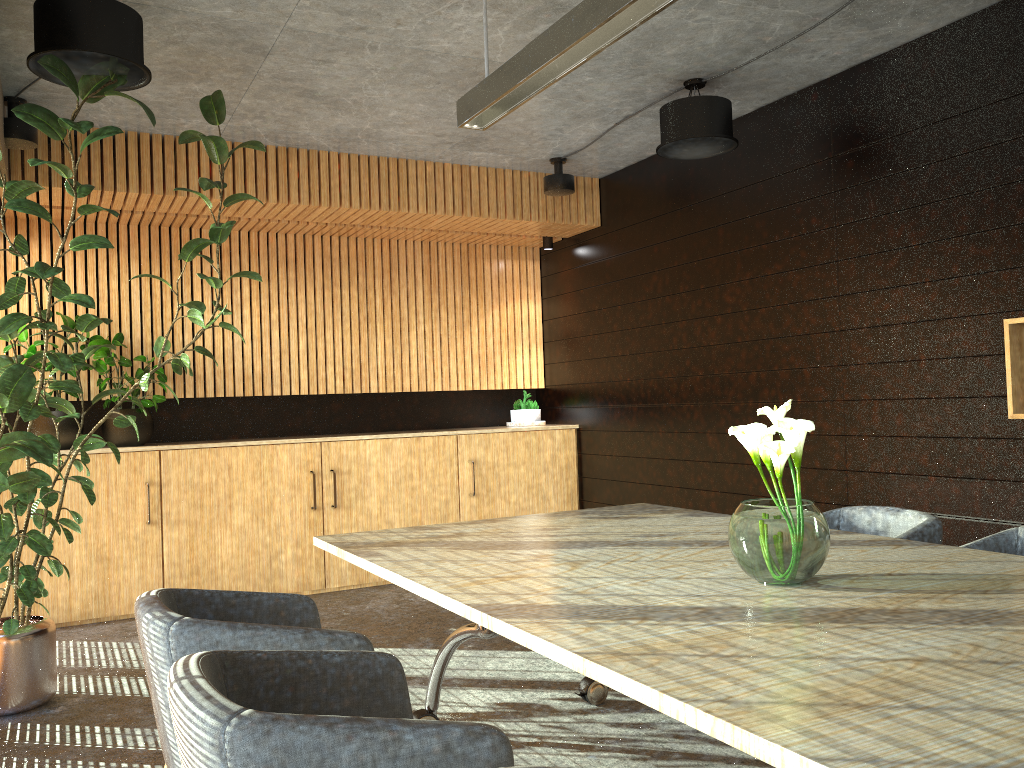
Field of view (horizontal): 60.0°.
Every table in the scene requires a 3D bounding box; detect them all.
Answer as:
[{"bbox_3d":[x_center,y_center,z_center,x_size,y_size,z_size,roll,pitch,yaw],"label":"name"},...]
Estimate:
[{"bbox_3d":[0.830,1.057,2.644,1.816,0.927,3.932,-1,-1,-27],"label":"table"}]

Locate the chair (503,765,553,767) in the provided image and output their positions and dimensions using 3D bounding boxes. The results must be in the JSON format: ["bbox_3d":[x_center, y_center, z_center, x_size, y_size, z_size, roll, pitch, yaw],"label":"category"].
[{"bbox_3d":[0.036,1.046,1.222,0.761,0.944,0.706,-1,-1,-27],"label":"chair"}]

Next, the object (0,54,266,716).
[{"bbox_3d":[-2.423,0.048,4.603,1.958,3.266,1.875,-2,-1,11],"label":"object"}]

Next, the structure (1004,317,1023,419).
[{"bbox_3d":[3.033,-0.247,3.462,0.242,1.130,2.172,-1,-1,-27],"label":"structure"}]

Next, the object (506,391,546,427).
[{"bbox_3d":[0.133,0.239,8.699,0.384,0.347,0.384,-2,-1,-5],"label":"object"}]

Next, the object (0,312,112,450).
[{"bbox_3d":[-3.492,-0.030,6.662,0.666,1.054,0.640,-2,-1,14],"label":"object"}]

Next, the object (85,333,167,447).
[{"bbox_3d":[-3.026,0.045,6.883,0.679,0.880,0.512,-1,-1,-24],"label":"object"}]

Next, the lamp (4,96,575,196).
[{"bbox_3d":[-1.357,-1.683,6.420,4.179,0.294,0.257,-1,-1,-27],"label":"lamp"}]

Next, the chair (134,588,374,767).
[{"bbox_3d":[-0.788,1.112,2.820,0.761,0.944,0.706,-1,-1,-27],"label":"chair"}]

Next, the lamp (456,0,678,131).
[{"bbox_3d":[0.700,-1.667,2.703,0.151,0.618,4.009,-1,-1,-27],"label":"lamp"}]

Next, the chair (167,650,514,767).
[{"bbox_3d":[-0.376,1.079,2.021,0.761,0.944,0.706,-1,-1,-27],"label":"chair"}]

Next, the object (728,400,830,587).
[{"bbox_3d":[0.791,0.322,2.678,0.295,0.546,0.322,-2,-1,-17],"label":"object"}]

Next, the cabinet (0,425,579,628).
[{"bbox_3d":[-1.736,1.091,7.620,4.954,1.272,1.006,-1,-1,-27],"label":"cabinet"}]

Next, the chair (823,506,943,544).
[{"bbox_3d":[1.522,1.055,4.013,0.761,0.944,0.706,-1,-1,-27],"label":"chair"}]

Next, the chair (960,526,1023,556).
[{"bbox_3d":[1.934,1.023,3.214,0.761,0.944,0.706,-1,-1,-27],"label":"chair"}]

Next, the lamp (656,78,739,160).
[{"bbox_3d":[1.166,-1.705,5.633,0.513,0.497,0.513,-2,-1,2],"label":"lamp"}]

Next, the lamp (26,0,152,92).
[{"bbox_3d":[-1.922,-1.629,4.036,0.513,0.497,0.513,-3,-2,33],"label":"lamp"}]
